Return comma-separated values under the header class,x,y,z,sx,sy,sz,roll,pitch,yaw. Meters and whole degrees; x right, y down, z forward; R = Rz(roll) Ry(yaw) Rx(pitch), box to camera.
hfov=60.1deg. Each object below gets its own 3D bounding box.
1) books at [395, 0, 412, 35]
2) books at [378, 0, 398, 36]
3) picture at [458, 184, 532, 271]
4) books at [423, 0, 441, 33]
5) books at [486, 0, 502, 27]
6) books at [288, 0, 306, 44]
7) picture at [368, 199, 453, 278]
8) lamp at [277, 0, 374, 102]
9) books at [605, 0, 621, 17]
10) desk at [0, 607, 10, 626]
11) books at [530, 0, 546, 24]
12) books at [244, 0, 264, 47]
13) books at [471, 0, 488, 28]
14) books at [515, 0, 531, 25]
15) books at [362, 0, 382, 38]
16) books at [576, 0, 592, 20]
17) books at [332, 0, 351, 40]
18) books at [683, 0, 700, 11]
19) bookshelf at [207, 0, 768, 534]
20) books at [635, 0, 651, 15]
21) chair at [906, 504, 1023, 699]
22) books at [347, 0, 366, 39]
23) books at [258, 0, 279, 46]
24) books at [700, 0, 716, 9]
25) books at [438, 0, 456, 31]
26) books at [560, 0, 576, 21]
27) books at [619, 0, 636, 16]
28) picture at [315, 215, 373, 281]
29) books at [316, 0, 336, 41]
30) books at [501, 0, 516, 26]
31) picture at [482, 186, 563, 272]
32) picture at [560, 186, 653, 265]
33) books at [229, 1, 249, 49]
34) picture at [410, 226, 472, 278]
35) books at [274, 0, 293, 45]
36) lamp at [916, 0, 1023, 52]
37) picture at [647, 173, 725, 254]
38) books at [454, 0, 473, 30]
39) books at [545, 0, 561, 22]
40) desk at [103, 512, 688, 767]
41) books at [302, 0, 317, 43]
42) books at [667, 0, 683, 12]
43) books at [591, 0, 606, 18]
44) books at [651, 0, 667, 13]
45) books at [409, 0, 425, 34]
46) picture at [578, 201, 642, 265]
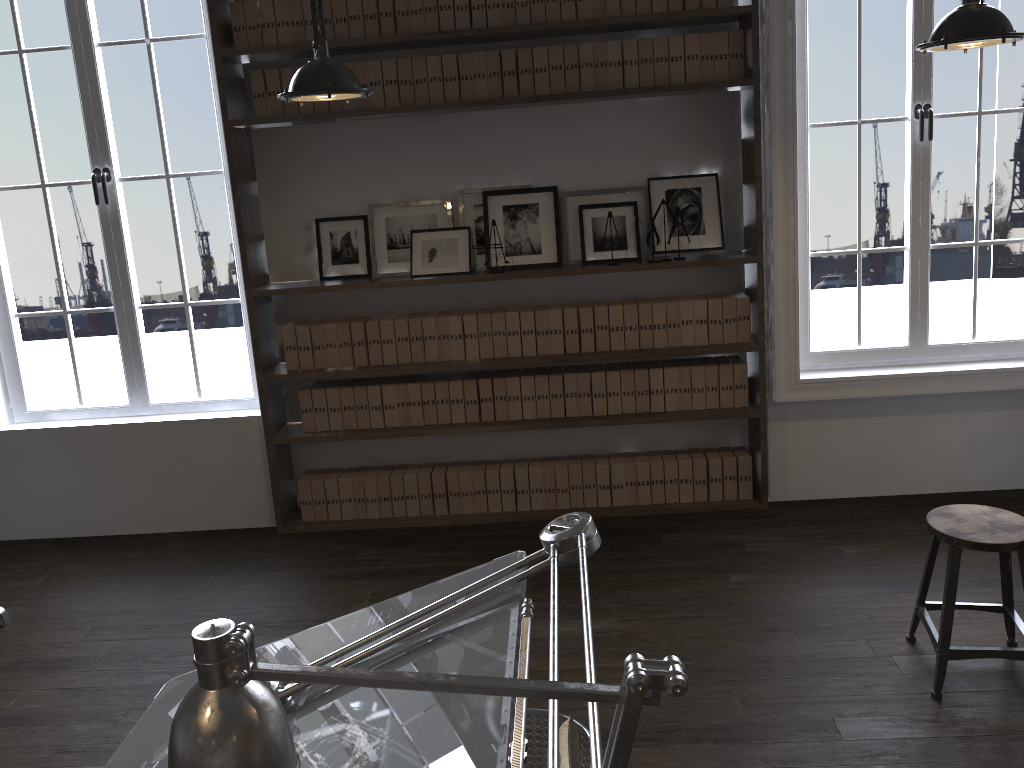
class,x,y,z,sx,sy,sz,roll,pitch,yaw
books,-0.499,-1.730,4.157,0.066,0.223,0.176,-4,12,4
books,-0.573,-1.725,4.156,0.067,0.223,0.176,-4,12,4
picture,-0.073,-0.773,4.404,0.369,0.402,0.092,-4,11,4
books,-0.371,-1.736,4.143,0.067,0.223,0.176,-4,12,4
books,-0.080,-1.755,4.128,0.066,0.223,0.176,-4,12,4
books,-0.993,-1.701,4.186,0.066,0.223,0.176,-4,12,4
picture,-0.500,-0.727,4.431,0.415,0.362,0.084,-4,11,4
lamp,-0.691,-2.031,2.692,0.313,2.230,0.313,-8,12,-16
books,0.459,-1.786,4.091,0.067,0.223,0.176,-4,12,4
desk,-2.542,0.595,3.175,1.171,1.177,1.282,-4,13,4
books,0.119,-1.767,4.119,0.066,0.223,0.176,-4,12,4
books,-1.198,-1.688,4.199,0.066,0.223,0.176,-4,12,4
books,-0.152,-1.750,4.130,0.067,0.223,0.176,-4,12,4
books,0.049,-1.761,4.117,0.067,0.223,0.176,-4,12,4
books,-0.647,-1.722,4.166,0.066,0.223,0.176,-4,12,4
books,0.330,-1.779,4.102,0.066,0.223,0.176,-4,12,4
books,-0.789,-1.713,4.175,0.066,0.223,0.176,-4,12,4
books,0.813,-1.807,4.070,0.067,0.223,0.176,-4,12,4
bookshelf,-0.040,-0.461,4.431,2.473,3.687,0.417,-4,11,4
books,0.598,-1.796,4.089,0.066,0.223,0.176,-4,12,4
chair,1.526,0.702,2.902,0.358,0.523,0.376,-2,12,12
books,-0.718,-1.716,4.166,0.066,0.223,0.176,-4,12,4
books,-1.128,-1.692,4.191,0.067,0.223,0.176,-4,12,4
books,0.887,-1.813,4.071,0.066,0.223,0.176,-4,12,4
books,-0.299,-1.741,4.138,0.066,0.223,0.176,-4,12,4
books,0.258,-1.774,4.105,0.067,0.223,0.176,-4,12,4
books,0.527,-1.791,4.093,0.066,0.223,0.176,-4,12,4
picture,-0.850,-0.686,4.476,0.267,0.312,0.058,-4,11,4
books,-0.859,-1.709,4.179,0.066,0.223,0.176,-4,12,4
books,-0.017,-1.759,4.125,0.066,0.223,0.176,-4,12,4
picture,0.050,-0.760,4.346,0.373,0.387,0.150,-4,12,4
picture,0.466,-0.781,4.373,0.433,0.357,0.096,-3,11,4
books,-1.267,-1.685,4.206,0.066,0.223,0.176,-4,12,4
picture,-0.351,-0.649,4.361,0.299,0.227,0.146,-3,12,4
books,-1.056,-1.696,4.189,0.066,0.223,0.176,-4,12,4
lamp,1.354,-2.152,2.561,0.313,2.230,0.313,-8,12,-16
picture,0.846,-0.830,4.314,0.343,0.361,0.162,-4,12,4
books,-0.226,-1.746,4.137,0.066,0.223,0.176,-4,12,4
books,0.188,-1.771,4.113,0.066,0.223,0.176,-4,12,4
desk,-0.329,0.832,1.139,1.076,1.372,2.305,-4,13,4
books,-0.927,-1.703,4.178,0.067,0.223,0.176,-4,12,4
books,0.739,-1.804,4.080,0.066,0.223,0.176,-4,12,4
books,0.393,-1.783,4.100,0.066,0.223,0.176,-4,12,4
books,0.668,-1.799,4.080,0.066,0.223,0.176,-4,12,4
books,-0.433,-1.734,4.151,0.066,0.223,0.176,-4,12,4
picture,0.479,-0.738,4.338,0.289,0.287,0.128,-4,12,4
